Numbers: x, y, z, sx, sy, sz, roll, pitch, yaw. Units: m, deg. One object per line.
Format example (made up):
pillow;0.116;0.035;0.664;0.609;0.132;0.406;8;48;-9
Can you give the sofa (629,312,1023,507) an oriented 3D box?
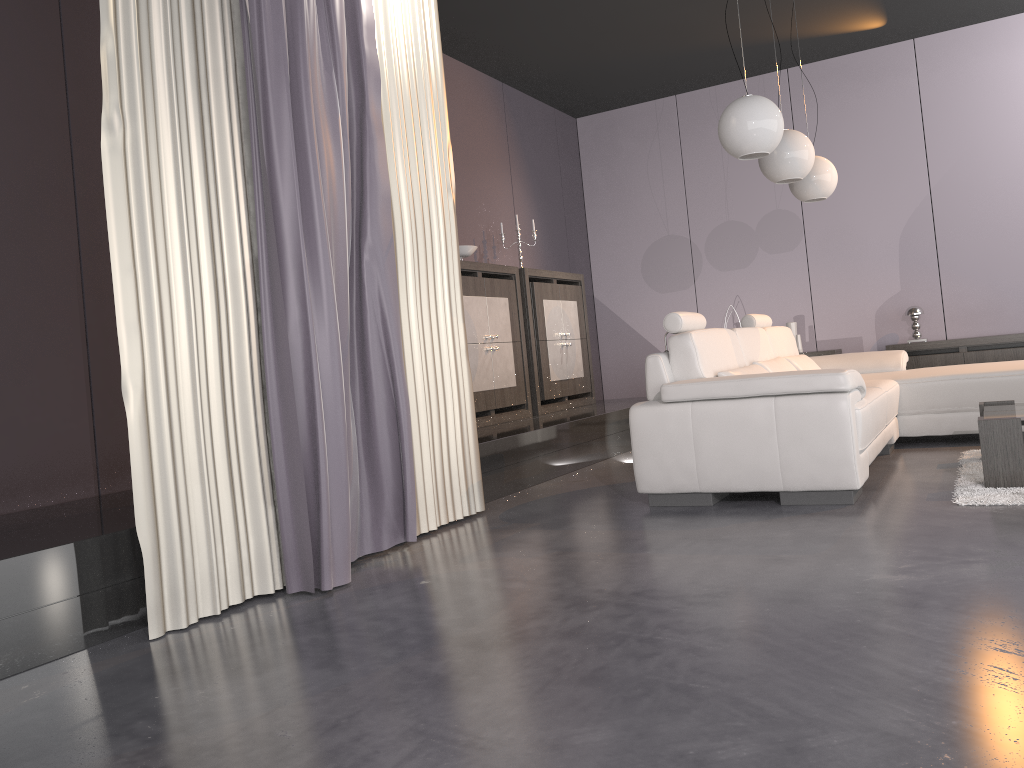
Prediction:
sofa;1.982;-0.040;4.722;1.864;0.859;2.866;-5;1;28

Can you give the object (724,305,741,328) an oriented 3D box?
object;1.914;-0.453;7.662;0.123;0.466;0.108;-6;-2;29

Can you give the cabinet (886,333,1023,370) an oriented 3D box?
cabinet;3.500;-0.074;6.823;1.070;0.556;0.378;-5;-1;28

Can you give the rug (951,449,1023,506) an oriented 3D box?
rug;2.380;0.364;3.734;0.914;0.023;1.529;-5;1;28

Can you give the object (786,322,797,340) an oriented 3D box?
object;2.377;-0.392;7.499;0.089;0.264;0.089;-5;-1;-10

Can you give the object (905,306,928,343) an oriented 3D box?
object;3.194;-0.476;7.010;0.140;0.284;0.140;-6;-1;28

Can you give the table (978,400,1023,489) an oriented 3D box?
table;2.381;0.225;3.746;0.699;0.271;0.906;-5;1;28

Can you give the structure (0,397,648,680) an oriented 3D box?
structure;-1.032;0.545;3.846;0.998;0.301;8.785;-5;1;28

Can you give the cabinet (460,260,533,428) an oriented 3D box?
cabinet;-0.292;-0.258;5.926;0.410;1.076;1.074;-6;-1;28

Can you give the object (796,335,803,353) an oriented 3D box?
object;2.395;-0.335;7.391;0.051;0.152;0.051;-6;-1;7

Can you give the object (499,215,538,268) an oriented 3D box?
object;0.055;-1.071;6.760;0.230;0.446;0.229;-4;-2;-44

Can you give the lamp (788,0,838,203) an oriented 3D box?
lamp;1.910;-1.903;5.801;0.306;1.417;0.307;-6;-2;32

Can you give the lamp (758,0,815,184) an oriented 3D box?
lamp;1.493;-1.847;5.014;0.306;1.417;0.307;-6;-2;31

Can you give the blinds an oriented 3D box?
blinds;-0.717;-0.829;3.140;0.248;3.000;3.293;-6;-1;29

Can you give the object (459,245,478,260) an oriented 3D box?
object;-0.379;-0.849;5.958;0.309;0.117;0.308;-6;1;-28

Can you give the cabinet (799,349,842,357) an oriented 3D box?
cabinet;2.232;0.033;7.505;1.070;0.556;0.378;-5;-1;28

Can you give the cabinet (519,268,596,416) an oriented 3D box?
cabinet;0.257;-0.331;6.952;0.410;1.076;1.074;-6;-1;28

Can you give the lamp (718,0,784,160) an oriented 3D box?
lamp;1.089;-1.794;4.260;0.307;1.417;0.306;-5;-2;-4
